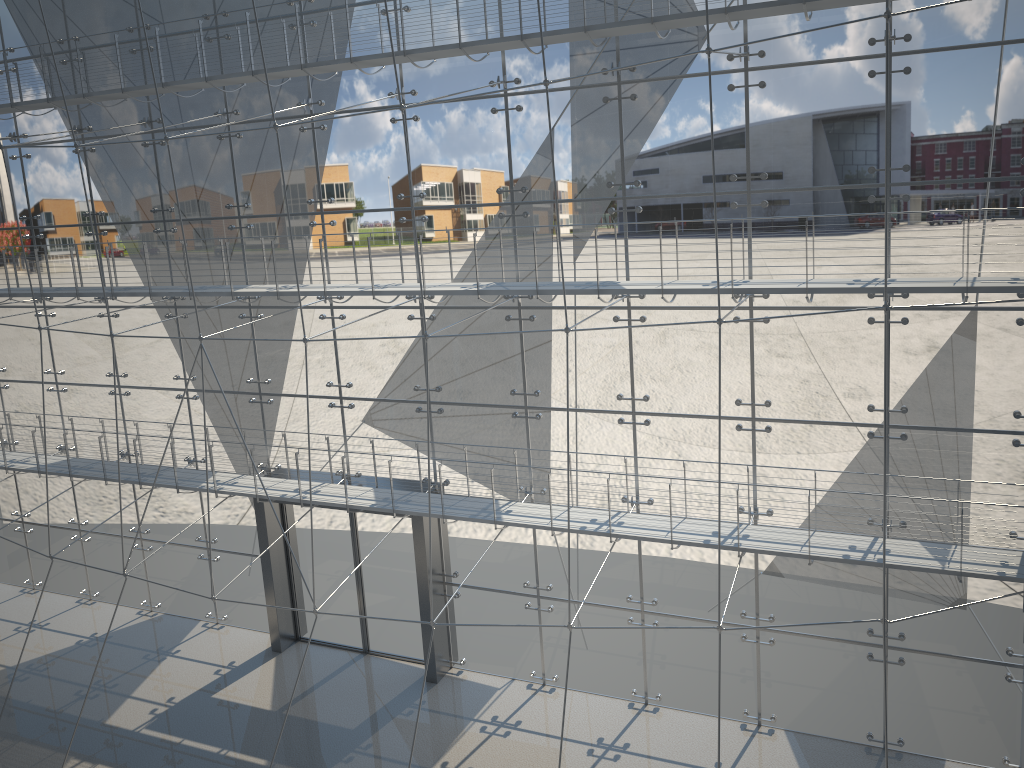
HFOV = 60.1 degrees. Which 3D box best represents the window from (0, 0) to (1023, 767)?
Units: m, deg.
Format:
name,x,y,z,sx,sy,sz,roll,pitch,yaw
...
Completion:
name,x,y,z,sx,sy,sz,roll,pitch,yaw
window,-0.544,-0.602,2.249,3.850,2.740,0.010,2,11,24
